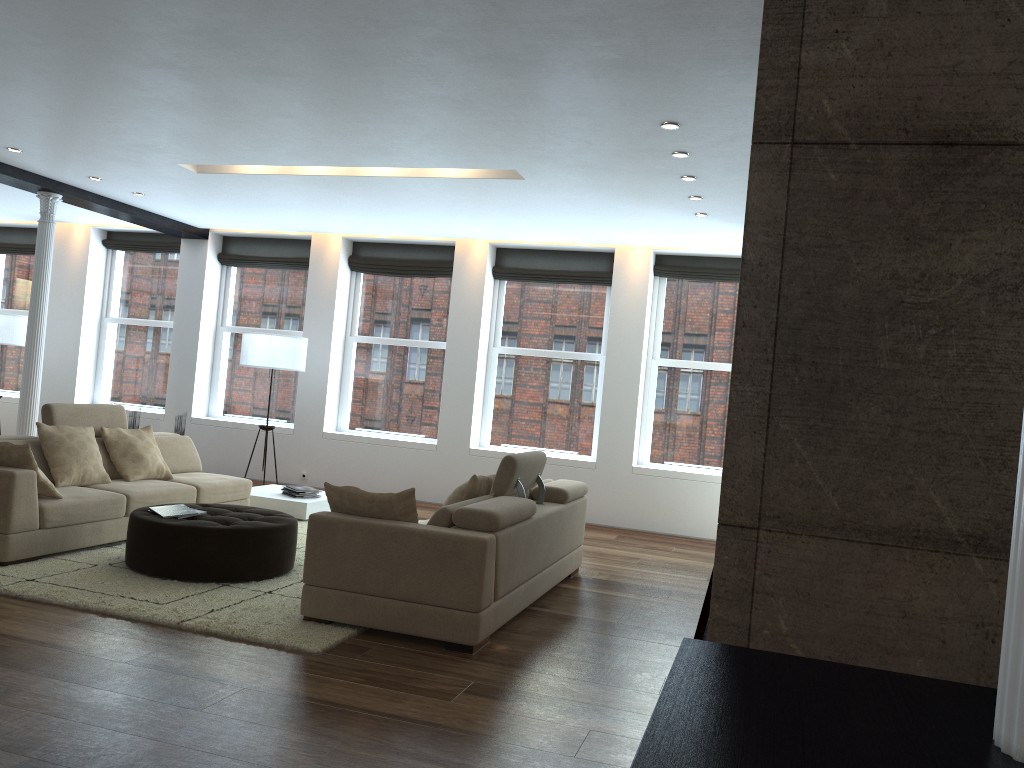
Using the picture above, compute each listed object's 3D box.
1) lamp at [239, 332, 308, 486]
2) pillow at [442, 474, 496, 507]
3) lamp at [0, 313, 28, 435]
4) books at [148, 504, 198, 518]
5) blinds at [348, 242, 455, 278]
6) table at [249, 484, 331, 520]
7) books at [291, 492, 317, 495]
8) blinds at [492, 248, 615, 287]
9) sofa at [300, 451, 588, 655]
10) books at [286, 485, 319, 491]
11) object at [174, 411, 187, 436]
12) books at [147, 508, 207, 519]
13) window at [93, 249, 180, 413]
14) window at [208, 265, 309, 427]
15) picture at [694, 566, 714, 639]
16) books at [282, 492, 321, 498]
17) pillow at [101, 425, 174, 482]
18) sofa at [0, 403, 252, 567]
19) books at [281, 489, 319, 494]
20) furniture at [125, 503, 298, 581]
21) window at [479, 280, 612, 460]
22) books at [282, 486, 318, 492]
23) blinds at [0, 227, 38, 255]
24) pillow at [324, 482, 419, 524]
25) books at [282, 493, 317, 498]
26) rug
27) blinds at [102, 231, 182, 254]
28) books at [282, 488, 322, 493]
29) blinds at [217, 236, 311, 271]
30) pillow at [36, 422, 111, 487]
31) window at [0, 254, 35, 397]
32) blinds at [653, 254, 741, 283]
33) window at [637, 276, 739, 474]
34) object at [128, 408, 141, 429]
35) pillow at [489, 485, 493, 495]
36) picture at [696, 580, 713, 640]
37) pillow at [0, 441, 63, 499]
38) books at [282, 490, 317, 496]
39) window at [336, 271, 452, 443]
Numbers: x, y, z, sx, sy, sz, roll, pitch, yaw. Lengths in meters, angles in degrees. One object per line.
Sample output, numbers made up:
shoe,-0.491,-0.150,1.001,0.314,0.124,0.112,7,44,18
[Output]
lamp,-2.666,0.327,9.697,0.698,1.728,0.698,5,-1,40
pillow,-0.308,0.754,5.540,0.301,0.439,0.534,5,-1,13
lamp,-6.284,0.008,10.777,0.698,1.728,0.698,5,-1,40
books,-2.160,0.809,5.655,0.220,0.040,0.301,6,-1,-39
blinds,-1.268,-1.483,10.585,1.439,0.424,0.156,5,-1,17
table,-2.136,1.125,8.465,0.900,0.170,0.900,5,-1,17
books,-1.975,1.019,8.348,0.220,0.010,0.300,6,-1,-23
blinds,0.490,-1.335,10.061,1.442,0.393,0.156,5,-1,17
sofa,-0.261,0.892,5.786,1.021,0.950,2.581,5,-1,17
books,-1.972,0.981,8.349,0.220,0.010,0.300,6,-1,-33
object,-3.906,0.701,10.383,0.458,0.781,0.458,5,-1,16
books,-2.140,0.818,5.672,0.300,0.031,0.219,5,-1,32
window,-4.828,-0.784,11.672,1.391,2.400,0.123,5,-1,17
window,-3.098,-0.631,11.156,1.432,2.400,0.123,5,-1,17
picture,1.376,0.945,5.670,0.225,1.140,1.183,5,-1,17
books,-1.977,1.039,8.348,0.300,0.010,0.220,5,-1,37
pillow,-2.960,0.540,6.982,0.368,0.416,0.519,5,-1,21
sofa,-3.075,0.644,6.625,1.021,0.950,2.581,5,-1,17
books,-1.994,1.007,8.333,0.300,0.010,0.220,5,-1,42
furniture,-1.951,1.016,5.808,1.057,0.355,1.057,5,-1,18
window,0.414,-0.322,10.108,1.443,2.400,0.123,5,-1,17
books,-1.992,0.988,8.333,0.220,0.010,0.300,6,-1,-38
blinds,-6.728,-1.971,12.214,1.342,0.393,0.156,5,-1,17
pillow,-0.752,0.727,4.879,0.518,0.393,0.395,5,-1,13
books,-1.998,1.046,8.332,0.220,0.010,0.300,6,-1,-38
rug,-1.741,1.234,6.657,2.972,0.020,4.231,5,-1,17
blinds,-4.748,-1.856,11.626,1.396,0.275,0.156,5,-1,17
books,-1.973,1.000,8.349,0.300,0.010,0.220,5,-1,32
blinds,-3.028,-1.644,11.094,1.431,0.395,0.183,5,-1,17
pillow,-3.148,0.504,6.387,0.301,0.439,0.534,5,-1,20
window,-6.803,-0.958,12.261,1.345,2.400,0.123,5,-1,17
blinds,2.313,-1.229,9.519,1.563,0.275,0.156,5,-1,17
window,2.231,-0.162,9.566,1.563,2.400,0.123,5,-1,17
object,-4.412,0.653,10.307,0.458,0.781,0.458,5,-1,16
pillow,-0.144,0.788,6.142,0.368,0.416,0.519,5,-1,12
picture,1.094,0.981,4.687,0.195,0.988,0.700,5,-1,17
pillow,-3.137,0.517,5.590,0.518,0.393,0.395,5,-1,20
books,-1.996,1.027,8.333,0.220,0.010,0.300,6,-1,-38
window,-1.345,-0.477,10.633,1.442,2.400,0.123,5,-1,17
